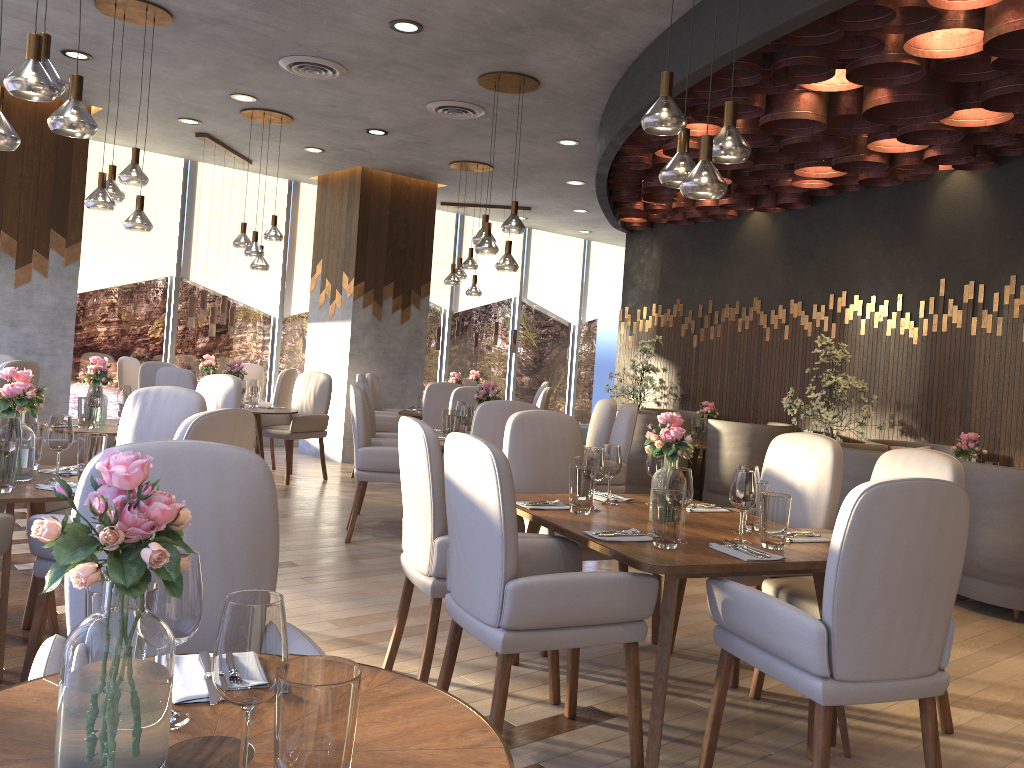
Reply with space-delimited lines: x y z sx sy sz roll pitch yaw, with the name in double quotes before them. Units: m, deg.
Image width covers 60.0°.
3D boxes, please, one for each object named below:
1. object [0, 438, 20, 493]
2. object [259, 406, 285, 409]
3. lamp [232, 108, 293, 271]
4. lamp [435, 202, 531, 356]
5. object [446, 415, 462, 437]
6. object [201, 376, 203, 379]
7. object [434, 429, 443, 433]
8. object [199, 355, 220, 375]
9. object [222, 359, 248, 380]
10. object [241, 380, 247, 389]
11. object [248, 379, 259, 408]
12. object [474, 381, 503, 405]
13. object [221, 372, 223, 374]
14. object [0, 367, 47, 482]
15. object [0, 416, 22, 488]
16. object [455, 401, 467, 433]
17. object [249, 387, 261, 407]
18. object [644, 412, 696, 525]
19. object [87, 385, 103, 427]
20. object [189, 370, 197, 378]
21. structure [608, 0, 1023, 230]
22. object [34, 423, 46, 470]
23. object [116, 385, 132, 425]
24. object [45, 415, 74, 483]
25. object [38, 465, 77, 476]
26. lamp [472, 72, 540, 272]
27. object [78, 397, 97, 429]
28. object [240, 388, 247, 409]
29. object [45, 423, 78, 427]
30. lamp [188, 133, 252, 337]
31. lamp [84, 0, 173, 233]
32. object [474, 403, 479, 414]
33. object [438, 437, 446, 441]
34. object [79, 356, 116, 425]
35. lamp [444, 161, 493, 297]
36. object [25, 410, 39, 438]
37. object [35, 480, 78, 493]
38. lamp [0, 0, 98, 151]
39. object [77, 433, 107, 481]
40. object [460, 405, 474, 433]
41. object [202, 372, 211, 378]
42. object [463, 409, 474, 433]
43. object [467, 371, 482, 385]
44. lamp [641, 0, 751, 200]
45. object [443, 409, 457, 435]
"object" -1.728 0.276 2.997 0.102 0.178 0.102 4 0 -10
"object" -2.135 0.204 7.859 0.157 0.019 0.255 5 2 25
"lamp" -2.166 -1.657 7.660 0.439 1.326 0.440 4 0 -33
"lamp" -0.400 -1.326 11.366 1.161 1.932 0.118 4 0 5
"object" -0.384 0.295 5.821 0.102 0.178 0.102 4 0 9
"object" -3.215 0.012 9.300 0.102 0.178 0.102 4 0 -34
"object" -0.529 0.347 6.541 0.255 0.019 0.157 4 1 -7
"object" -3.109 -0.093 9.075 0.210 0.416 0.198 4 0 -28
"object" -2.407 -0.008 7.660 0.210 0.416 0.198 4 0 7
"object" -2.299 0.088 7.519 0.092 0.244 0.092 4 0 43
"object" -2.270 0.084 7.776 0.092 0.244 0.092 4 0 5
"object" -0.175 0.184 6.256 0.210 0.416 0.198 4 0 7
"object" -2.960 0.002 9.099 0.092 0.244 0.092 4 0 9
"object" -1.829 0.144 3.255 0.210 0.416 0.198 4 0 -43
"object" -1.768 0.237 3.098 0.092 0.244 0.092 4 0 34
"object" -0.374 0.247 6.466 0.092 0.244 0.092 4 0 12
"object" -2.294 0.112 7.883 0.102 0.178 0.102 4 0 41
"object" 0.586 0.311 3.330 0.210 0.416 0.198 4 0 -28
"object" -2.481 0.133 5.267 0.092 0.244 0.092 4 0 35
"object" -3.248 -0.016 9.001 0.092 0.244 0.092 4 0 27
"structure" 2.276 -1.827 5.622 2.753 0.557 9.459 4 1 -11
"object" -1.920 0.249 3.528 0.102 0.178 0.102 4 0 -36
"object" -2.412 0.131 5.515 0.092 0.244 0.092 4 0 14
"object" -1.681 0.239 3.288 0.092 0.244 0.092 4 0 -5
"object" -1.760 0.340 3.524 0.157 0.019 0.255 4 2 18
"lamp" -0.069 -1.475 6.268 0.439 1.326 0.440 4 0 -35
"object" -2.476 0.169 5.157 0.102 0.178 0.102 4 0 -1
"object" -2.277 0.125 7.413 0.102 0.178 0.102 4 0 30
"object" -2.642 0.236 5.201 0.157 0.019 0.255 5 2 33
"lamp" -2.994 -1.449 9.053 0.118 1.932 1.161 4 0 5
"lamp" -2.345 -1.612 5.387 0.439 1.326 0.440 4 0 -38
"object" -0.241 0.252 6.610 0.092 0.244 0.092 4 0 15
"object" -0.459 0.366 5.972 0.255 0.019 0.157 4 1 -7
"object" -2.552 0.037 5.455 0.210 0.416 0.197 4 0 22
"lamp" -0.462 -1.574 9.086 0.440 1.326 0.439 4 0 35
"object" -1.884 0.221 3.424 0.092 0.244 0.092 4 0 43
"object" -1.579 0.362 3.163 0.255 0.019 0.157 4 1 14
"lamp" -1.714 -1.514 3.262 0.440 1.326 0.439 4 0 43
"object" -1.582 0.278 3.330 0.102 0.178 0.102 4 0 11
"object" -0.304 0.266 5.898 0.092 0.244 0.092 4 0 -27
"object" -3.068 -0.001 8.904 0.092 0.244 0.092 4 0 24
"object" -0.323 0.277 6.685 0.102 0.178 0.102 4 0 6
"object" -0.482 0.035 11.268 0.210 0.416 0.197 4 0 27
"lamp" 0.719 -1.346 3.340 0.439 1.326 0.439 4 0 -1
"object" -0.454 0.276 6.390 0.102 0.178 0.102 4 0 9
